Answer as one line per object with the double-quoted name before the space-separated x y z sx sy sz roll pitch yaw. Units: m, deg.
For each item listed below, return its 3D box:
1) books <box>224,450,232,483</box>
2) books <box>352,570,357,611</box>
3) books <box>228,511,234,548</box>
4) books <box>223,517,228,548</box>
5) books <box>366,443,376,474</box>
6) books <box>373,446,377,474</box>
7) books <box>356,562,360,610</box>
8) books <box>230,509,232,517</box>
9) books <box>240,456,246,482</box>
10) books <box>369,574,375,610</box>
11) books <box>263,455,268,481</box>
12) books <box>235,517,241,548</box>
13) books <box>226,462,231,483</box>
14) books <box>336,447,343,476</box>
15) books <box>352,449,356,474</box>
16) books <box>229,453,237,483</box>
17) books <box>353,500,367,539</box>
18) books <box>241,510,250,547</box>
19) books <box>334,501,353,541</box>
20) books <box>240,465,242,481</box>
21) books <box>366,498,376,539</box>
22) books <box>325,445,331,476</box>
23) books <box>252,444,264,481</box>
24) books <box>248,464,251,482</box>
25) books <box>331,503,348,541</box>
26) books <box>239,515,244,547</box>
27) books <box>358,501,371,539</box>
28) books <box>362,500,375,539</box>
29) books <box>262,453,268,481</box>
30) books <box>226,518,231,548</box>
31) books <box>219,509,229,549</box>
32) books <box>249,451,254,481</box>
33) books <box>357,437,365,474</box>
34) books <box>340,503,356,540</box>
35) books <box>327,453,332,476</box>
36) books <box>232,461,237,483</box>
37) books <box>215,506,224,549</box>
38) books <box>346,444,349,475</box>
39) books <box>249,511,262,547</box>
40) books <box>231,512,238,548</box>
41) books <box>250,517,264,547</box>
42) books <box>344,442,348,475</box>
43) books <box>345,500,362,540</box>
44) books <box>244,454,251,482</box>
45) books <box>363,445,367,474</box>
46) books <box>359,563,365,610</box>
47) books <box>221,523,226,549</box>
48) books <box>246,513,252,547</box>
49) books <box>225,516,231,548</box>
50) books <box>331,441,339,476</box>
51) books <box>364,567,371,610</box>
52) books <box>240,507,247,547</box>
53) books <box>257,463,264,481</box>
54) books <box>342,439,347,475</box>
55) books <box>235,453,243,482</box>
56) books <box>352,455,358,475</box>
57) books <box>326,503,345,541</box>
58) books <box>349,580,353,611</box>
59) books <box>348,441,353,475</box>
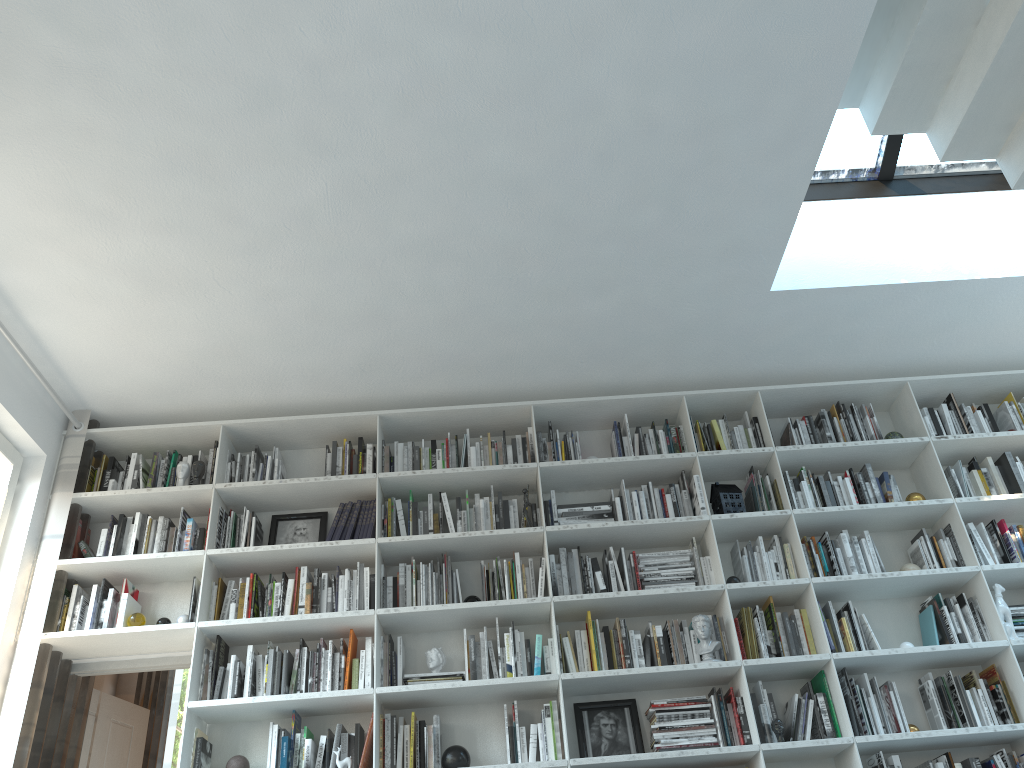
"books" -1.540 0.521 4.842 0.007 0.283 0.160 -4 -34 -2
"books" -0.778 1.091 4.461 0.024 0.264 0.156 -4 -34 -2
"books" -1.445 0.820 4.620 0.009 0.258 0.185 -4 -34 -2
"books" -1.475 0.837 4.622 0.005 0.237 0.155 -4 -34 -2
"books" -0.769 0.480 4.854 0.031 0.253 0.179 -4 -34 -2
"books" -0.733 0.487 4.867 0.039 0.250 0.147 -4 -34 -2
"books" -0.761 1.063 4.444 0.012 0.289 0.183 -4 -34 -2
"books" -1.466 0.816 4.638 0.006 0.287 0.145 -4 -34 -2
"books" -1.442 0.533 4.818 0.013 0.223 0.178 -4 -34 -2
"books" -0.676 1.086 4.410 0.039 0.201 0.237 -4 -34 -2
"books" -1.324 0.527 4.821 0.013 0.218 0.182 -4 -34 -2
"books" -1.404 0.831 4.605 0.018 0.217 0.187 -4 -34 -2
"books" -1.525 0.549 4.813 0.017 0.203 0.143 -4 -34 -2
"books" -0.932 0.489 4.842 0.028 0.247 0.156 -4 -34 -2
"books" -0.864 0.499 4.871 0.013 0.253 0.130 -4 -34 -2
"books" -1.515 0.529 4.834 0.007 0.257 0.157 -4 -34 -2
"books" -0.795 0.781 4.671 0.078 0.284 0.175 -4 -34 -2
"books" -1.369 0.812 4.617 0.023 0.257 0.184 -4 -34 -2
"books" -0.880 0.781 4.649 0.110 0.278 0.175 -4 -34 -2
"books" -1.456 0.556 4.823 0.017 0.192 0.130 -4 -34 -2
"books" -0.727 0.769 4.662 0.078 0.284 0.175 -4 -34 -2
"books" -1.005 0.492 4.863 0.013 0.276 0.151 -4 -34 -2
"books" -1.379 0.497 4.823 0.015 0.278 0.191 -4 -34 -2
"books" -1.412 0.552 4.822 0.014 0.191 0.147 -4 -34 -2
"books" -0.902 0.792 4.664 0.110 0.278 0.175 -4 -34 -2
"books" -1.394 0.826 4.621 0.019 0.242 0.154 -4 -34 -2
"books" -0.772 0.782 4.675 0.078 0.284 0.175 -4 -34 -2
"books" -0.749 0.778 4.672 0.078 0.284 0.175 -4 -34 -2
"books" -1.338 0.520 4.837 0.013 0.251 0.130 -4 -34 -2
"books" -1.450 0.832 4.596 0.004 0.213 0.187 -4 -34 -2
"books" -1.497 0.816 4.631 0.006 0.285 0.149 -4 -34 -2
"books" -1.400 0.516 4.831 0.016 0.259 0.155 -4 -34 -2
"books" -0.821 0.459 4.855 0.025 0.295 0.164 -4 -34 -2
"books" -0.857 0.789 4.665 0.110 0.278 0.175 -4 -34 -2
"books" -0.983 0.509 4.837 0.028 0.217 0.154 -4 -34 -2
"books" -1.494 0.548 4.821 0.032 0.209 0.159 -4 -34 -2
"books" -1.512 0.808 4.624 0.005 0.291 0.185 -4 -34 -2
"books" -0.887 0.480 4.848 0.010 0.262 0.157 -4 -34 -2
"books" -1.340 0.816 4.623 0.012 0.253 0.167 -4 -34 -2
"books" -1.428 0.818 4.607 0.004 0.244 0.190 -4 -34 -2
"books" -1.327 0.827 4.606 0.012 0.212 0.186 -4 -34 -2
"books" -0.899 0.479 4.863 0.013 0.282 0.167 -4 -34 -2
"books" -0.828 0.774 4.651 0.097 0.281 0.175 -4 -34 -2
"books" -1.429 0.527 4.828 0.016 0.241 0.157 -4 -34 -2
"books" -0.796 0.486 4.866 0.022 0.259 0.153 -4 -34 -2
"books" -0.744 1.069 4.455 0.022 0.288 0.170 -4 -34 -2
"books" -1.483 0.851 4.612 0.015 0.205 0.173 -4 -34 -2
"books" -1.351 0.819 4.622 0.011 0.248 0.169 -4 -34 -2
"books" -1.457 0.832 4.608 0.009 0.227 0.185 -4 -34 -2
"books" -0.959 0.479 4.851 0.024 0.278 0.189 -4 -34 -2
"books" -0.715 1.077 4.446 0.035 0.262 0.178 -4 -34 -2
"books" -1.383 0.809 4.630 0.005 0.279 0.192 -4 -34 -2
"books" -1.355 0.547 4.812 0.026 0.181 0.162 -4 -34 -2
"books" -0.914 0.473 4.885 0.014 0.319 0.137 -4 -34 -2
"books" -1.473 0.526 4.826 0.012 0.248 0.181 -4 -34 -2
"books" -0.843 0.511 4.833 0.027 0.189 0.178 -4 -34 -2
"books" -0.925 0.789 4.655 0.110 0.278 0.175 -4 -34 -2
"books" -0.795 1.111 4.436 0.013 0.205 0.173 -4 -34 -2
"books" -0.877 0.475 4.852 0.011 0.273 0.184 -4 -34 -2
